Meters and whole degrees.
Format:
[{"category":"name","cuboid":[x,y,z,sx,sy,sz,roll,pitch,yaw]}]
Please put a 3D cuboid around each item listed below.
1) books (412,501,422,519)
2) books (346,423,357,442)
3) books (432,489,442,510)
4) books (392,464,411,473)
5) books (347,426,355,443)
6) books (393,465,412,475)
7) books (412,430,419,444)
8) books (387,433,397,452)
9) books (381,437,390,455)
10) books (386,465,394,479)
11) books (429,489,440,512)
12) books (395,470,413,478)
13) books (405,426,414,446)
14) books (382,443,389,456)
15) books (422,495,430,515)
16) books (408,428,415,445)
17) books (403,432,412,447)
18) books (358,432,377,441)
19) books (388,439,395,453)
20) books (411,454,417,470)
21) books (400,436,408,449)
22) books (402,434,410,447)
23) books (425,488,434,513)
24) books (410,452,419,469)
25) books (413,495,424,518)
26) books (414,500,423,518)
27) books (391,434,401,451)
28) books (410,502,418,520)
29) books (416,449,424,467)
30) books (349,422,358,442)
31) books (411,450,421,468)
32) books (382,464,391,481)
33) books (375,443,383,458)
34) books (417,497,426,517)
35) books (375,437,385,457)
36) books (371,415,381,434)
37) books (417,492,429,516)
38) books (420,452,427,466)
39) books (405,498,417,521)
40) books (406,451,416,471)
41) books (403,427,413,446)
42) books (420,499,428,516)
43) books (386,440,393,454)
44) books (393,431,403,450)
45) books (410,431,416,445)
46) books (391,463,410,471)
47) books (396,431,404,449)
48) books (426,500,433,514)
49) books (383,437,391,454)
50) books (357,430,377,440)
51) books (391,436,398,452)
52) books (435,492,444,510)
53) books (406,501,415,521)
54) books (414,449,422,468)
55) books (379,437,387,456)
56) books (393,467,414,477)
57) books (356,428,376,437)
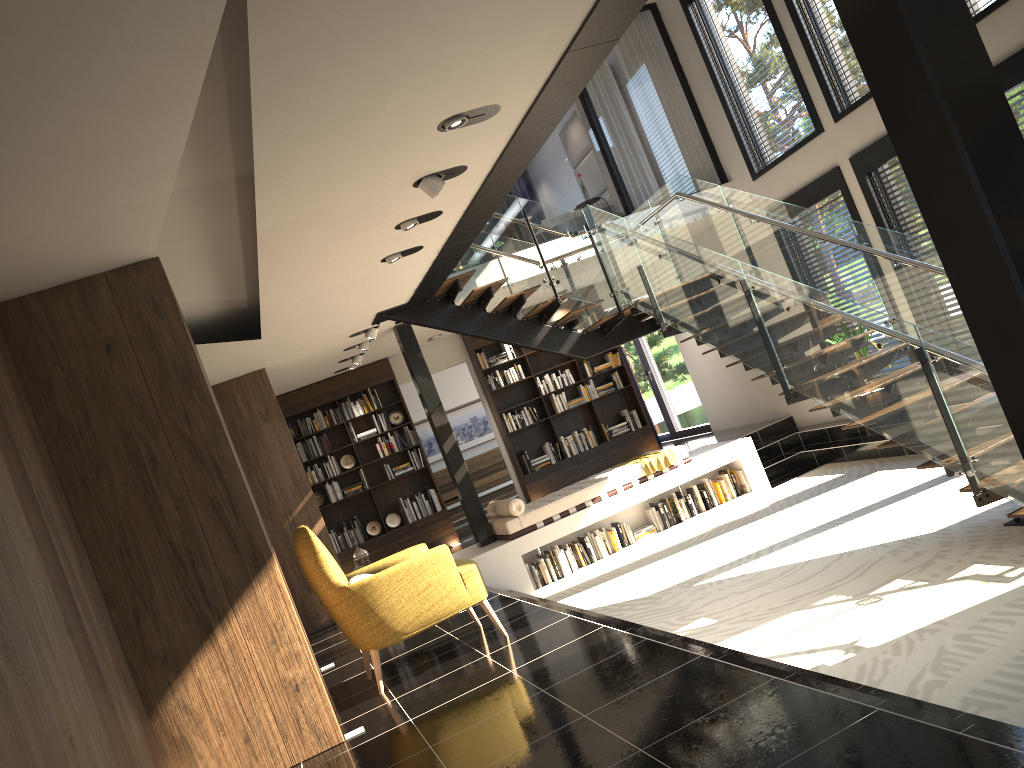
[{"category":"books","cuboid":[-1.287,1.693,11.908,0.037,0.255,0.145,-21,-2,-17]},{"category":"books","cuboid":[-2.146,0.655,11.850,0.027,0.279,0.166,-21,-2,-17]},{"category":"books","cuboid":[-1.026,1.567,11.988,0.029,0.306,0.149,-21,-2,-17]},{"category":"books","cuboid":[-1.491,1.141,11.957,0.265,0.019,0.157,-21,-3,-16]},{"category":"books","cuboid":[-2.170,0.686,11.866,0.028,0.242,0.194,-21,-2,-17]},{"category":"books","cuboid":[-1.480,1.163,11.951,0.262,0.030,0.160,-21,-3,-20]},{"category":"books","cuboid":[-1.319,0.724,12.002,0.026,0.196,0.170,-21,-2,-17]},{"category":"books","cuboid":[-1.620,0.794,11.927,0.020,0.281,0.153,-21,-2,-17]},{"category":"books","cuboid":[-1.699,0.838,11.894,0.014,0.253,0.169,-21,-2,-17]},{"category":"books","cuboid":[-1.639,1.180,11.883,0.036,0.206,0.216,-21,-2,-17]},{"category":"books","cuboid":[-1.058,1.575,11.986,0.035,0.314,0.168,-21,-2,-17]},{"category":"books","cuboid":[-1.461,1.213,11.951,0.245,0.021,0.159,-21,-3,-15]},{"category":"books","cuboid":[-1.390,0.707,11.987,0.016,0.278,0.202,-21,-2,-17]},{"category":"books","cuboid":[-1.706,0.880,11.893,0.028,0.180,0.130,-21,-2,-17]},{"category":"books","cuboid":[-1.172,1.630,11.938,0.018,0.292,0.192,-21,-2,-17]},{"category":"books","cuboid":[-1.375,0.720,12.012,0.018,0.246,0.144,-21,-2,-17]},{"category":"books","cuboid":[-1.411,0.752,11.978,0.020,0.209,0.148,-21,-2,-17]},{"category":"books","cuboid":[-1.947,0.713,11.926,0.238,0.033,0.177,-21,-3,-20]},{"category":"books","cuboid":[-1.622,0.839,11.898,0.031,0.195,0.183,-21,-2,-17]},{"category":"books","cuboid":[-1.344,1.059,12.013,0.024,0.226,0.141,-21,-2,-17]},{"category":"books","cuboid":[-1.475,0.785,11.985,0.060,0.196,0.120,-21,-2,-17]},{"category":"books","cuboid":[-1.433,0.772,11.988,0.026,0.190,0.121,-21,-2,-17]},{"category":"books","cuboid":[-1.109,1.573,11.968,0.065,0.354,0.164,-21,-2,-17]},{"category":"books","cuboid":[-1.322,1.038,11.988,0.014,0.246,0.192,-21,-2,-17]},{"category":"books","cuboid":[-1.251,1.644,11.914,0.012,0.322,0.177,-21,-2,-17]},{"category":"books","cuboid":[-1.263,1.683,11.930,0.025,0.260,0.114,-21,-2,-17]},{"category":"books","cuboid":[-1.570,0.798,11.954,0.030,0.239,0.146,-21,-2,-17]},{"category":"books","cuboid":[-1.322,1.711,11.916,0.033,0.250,0.115,-21,-2,-17]},{"category":"books","cuboid":[-1.247,1.006,12.002,0.047,0.253,0.211,-21,-2,-17]},{"category":"books","cuboid":[-2.127,0.649,11.862,0.016,0.278,0.209,-21,-2,-17]},{"category":"books","cuboid":[-1.311,1.031,12.035,0.038,0.257,0.138,-21,-2,-17]},{"category":"books","cuboid":[-1.679,1.187,11.901,0.028,0.224,0.161,-21,-2,-17]},{"category":"books","cuboid":[-1.783,0.894,11.891,0.033,0.211,0.132,-21,-2,-17]},{"category":"books","cuboid":[-1.228,1.654,11.923,0.029,0.286,0.138,-21,-2,-17]},{"category":"books","cuboid":[-1.768,0.851,11.893,0.025,0.280,0.145,-21,-2,-17]},{"category":"books","cuboid":[-1.838,0.547,11.951,0.023,0.264,0.219,-21,-2,-17]},{"category":"books","cuboid":[-1.195,1.617,11.933,0.016,0.332,0.196,-21,-2,-17]},{"category":"books","cuboid":[-1.215,1.022,12.039,0.021,0.204,0.169,-21,-2,-17]},{"category":"books","cuboid":[-1.354,1.684,11.890,0.019,0.321,0.161,-21,-2,-17]},{"category":"books","cuboid":[-1.364,1.038,11.986,0.014,0.279,0.202,-21,-2,-17]},{"category":"books","cuboid":[-1.410,0.716,11.999,0.018,0.278,0.114,-21,-2,-17]},{"category":"books","cuboid":[-1.202,1.665,11.944,0.022,0.250,0.144,-21,-2,-17]},{"category":"books","cuboid":[-1.656,0.851,11.917,0.026,0.200,0.154,-21,-2,-17]},{"category":"books","cuboid":[-1.543,0.766,11.949,0.037,0.276,0.180,-21,-2,-17]},{"category":"books","cuboid":[-1.346,0.733,12.010,0.023,0.200,0.121,-21,-2,-17]},{"category":"books","cuboid":[-1.502,1.119,11.967,0.239,0.031,0.147,-21,-3,-17]},{"category":"books","cuboid":[-1.515,0.763,11.950,0.016,0.262,0.155,-21,-2,-17]},{"category":"books","cuboid":[-1.130,1.667,11.976,0.032,0.195,0.134,-21,-2,-17]},{"category":"books","cuboid":[-1.681,0.831,11.891,0.021,0.253,0.168,-21,-2,-17]},{"category":"books","cuboid":[-1.955,0.681,11.914,0.265,0.030,0.210,-21,-3,-17]},{"category":"books","cuboid":[-1.585,0.813,11.923,0.027,0.219,0.139,-21,-2,-17]},{"category":"books","cuboid":[-0.992,1.586,12.006,0.029,0.247,0.139,-21,-2,-17]},{"category":"books","cuboid":[-1.369,1.707,11.899,0.019,0.289,0.145,-21,-2,-17]},{"category":"books","cuboid":[-1.278,1.010,11.998,0.013,0.267,0.177,-21,-2,-17]},{"category":"books","cuboid":[-1.742,0.844,11.883,0.019,0.272,0.176,-21,-2,-17]},{"category":"books","cuboid":[-1.467,1.189,11.942,0.271,0.028,0.175,-21,-3,-22]},{"category":"books","cuboid":[-1.967,0.659,11.924,0.263,0.021,0.189,-21,-3,-19]}]
